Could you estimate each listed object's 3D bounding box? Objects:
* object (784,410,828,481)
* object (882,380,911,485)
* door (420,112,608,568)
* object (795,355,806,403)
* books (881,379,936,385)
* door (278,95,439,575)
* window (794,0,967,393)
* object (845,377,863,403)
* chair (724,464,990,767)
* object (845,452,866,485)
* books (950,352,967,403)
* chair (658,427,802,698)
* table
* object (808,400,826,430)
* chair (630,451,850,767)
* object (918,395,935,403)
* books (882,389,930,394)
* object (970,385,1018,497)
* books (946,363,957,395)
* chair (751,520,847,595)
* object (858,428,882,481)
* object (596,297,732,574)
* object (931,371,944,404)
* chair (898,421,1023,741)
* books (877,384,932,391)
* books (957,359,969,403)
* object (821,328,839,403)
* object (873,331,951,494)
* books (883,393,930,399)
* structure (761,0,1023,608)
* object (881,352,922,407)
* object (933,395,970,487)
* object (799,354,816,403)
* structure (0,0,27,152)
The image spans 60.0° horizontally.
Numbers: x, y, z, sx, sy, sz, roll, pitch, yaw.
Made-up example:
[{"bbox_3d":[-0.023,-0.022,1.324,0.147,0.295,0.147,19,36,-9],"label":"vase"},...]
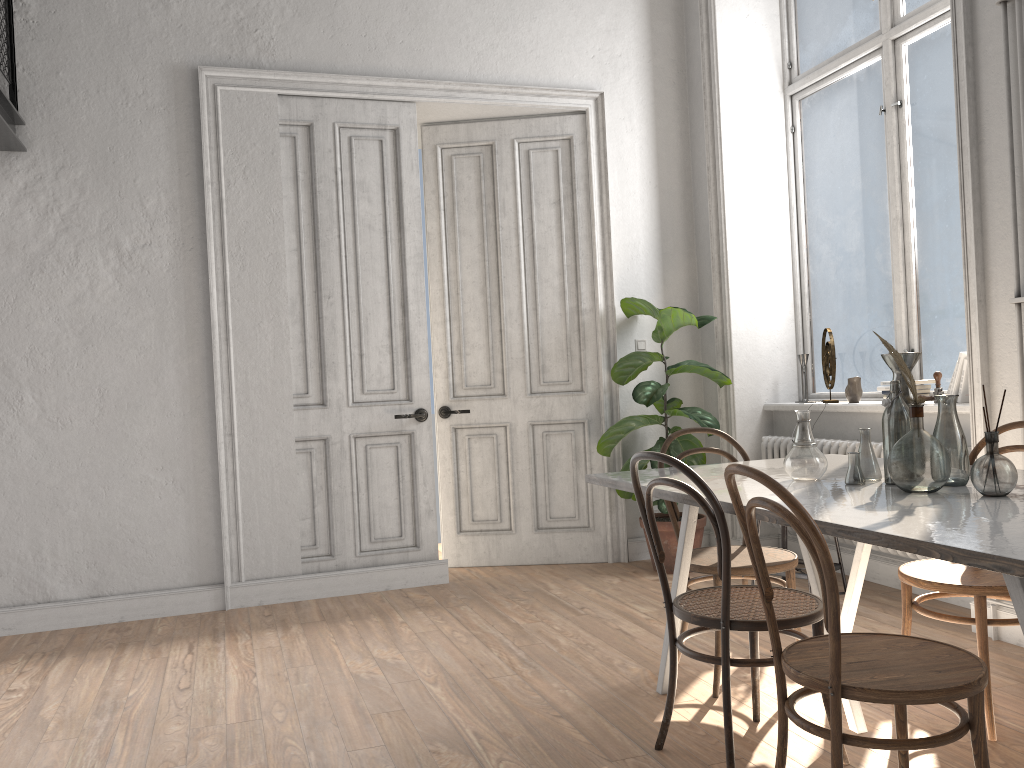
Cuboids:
[{"bbox_3d":[0.924,0.193,2.801,0.132,0.219,0.132,-3,0,-29],"label":"object"},{"bbox_3d":[1.127,0.141,2.587,0.086,0.301,0.086,-3,0,-32],"label":"object"},{"bbox_3d":[0.030,-0.267,5.578,1.097,2.814,0.216,-3,0,7],"label":"door"},{"bbox_3d":[1.745,-0.032,5.332,0.095,0.289,0.095,-3,0,13],"label":"object"},{"bbox_3d":[2.009,-0.008,4.476,0.174,0.019,0.244,-3,0,-8],"label":"books"},{"bbox_3d":[-1.021,-0.218,5.058,1.097,2.814,0.216,-3,0,-17],"label":"door"},{"bbox_3d":[2.046,-1.377,4.699,0.013,2.843,1.622,-3,0,-18],"label":"window"},{"bbox_3d":[1.866,0.032,4.845,0.102,0.142,0.100,-3,0,-44],"label":"object"},{"bbox_3d":[0.793,0.627,2.036,0.549,0.920,0.438,-3,0,-7],"label":"chair"},{"bbox_3d":[1.017,0.250,2.632,0.058,0.094,0.058,-3,0,10],"label":"object"},{"bbox_3d":[2.130,-0.033,4.124,0.174,0.235,0.100,-3,0,-18],"label":"books"},{"bbox_3d":[0.827,0.632,3.361,0.438,0.920,0.549,-3,0,-10],"label":"chair"},{"bbox_3d":[1.156,0.680,2.442,1.100,0.780,2.200,-3,0,-18],"label":"table"},{"bbox_3d":[1.481,0.275,4.443,0.154,0.383,0.163,-3,0,-45],"label":"object"},{"bbox_3d":[0.645,0.637,2.603,0.549,0.920,0.438,-3,0,-23],"label":"chair"},{"bbox_3d":[2.060,0.066,4.324,0.153,0.048,0.088,-3,0,22],"label":"object"},{"bbox_3d":[1.996,0.039,4.494,0.147,0.023,0.221,-3,0,-2],"label":"books"},{"bbox_3d":[1.224,0.143,2.261,0.106,0.283,0.107,-3,0,-23],"label":"object"},{"bbox_3d":[2.123,-0.013,4.162,0.155,0.194,0.105,-3,0,-19],"label":"books"},{"bbox_3d":[1.432,0.805,4.464,0.360,0.523,0.364,-3,0,-45],"label":"chair"},{"bbox_3d":[1.086,0.216,2.719,0.083,0.158,0.083,-3,0,-22],"label":"object"},{"bbox_3d":[1.478,0.133,2.749,0.792,1.842,5.828,-3,0,-13],"label":"object"},{"bbox_3d":[2.031,0.015,4.225,0.048,0.153,0.088,-3,0,42],"label":"object"},{"bbox_3d":[1.539,0.594,2.890,0.549,0.920,0.438,-3,0,-20],"label":"chair"},{"bbox_3d":[1.985,0.019,4.489,0.155,0.020,0.205,-3,0,-28],"label":"books"},{"bbox_3d":[2.140,-0.017,4.100,0.155,0.203,0.072,-3,0,-18],"label":"books"},{"bbox_3d":[1.802,-0.105,5.029,0.087,0.425,0.347,-3,0,14],"label":"object"},{"bbox_3d":[1.093,0.069,2.396,0.157,0.446,0.157,-3,0,0],"label":"object"},{"bbox_3d":[1.998,0.061,4.497,0.155,0.022,0.205,-3,0,2],"label":"books"},{"bbox_3d":[2.224,-1.219,2.875,0.340,4.474,5.182,-3,0,-18],"label":"structure"},{"bbox_3d":[1.200,0.097,2.715,0.116,0.383,0.116,-3,0,-7],"label":"object"},{"bbox_3d":[1.232,0.158,2.502,0.100,0.255,0.098,-3,0,-41],"label":"object"},{"bbox_3d":[1.727,-0.032,5.203,0.095,0.289,0.095,-3,0,4],"label":"object"},{"bbox_3d":[-3.560,-1.758,1.067,4.157,1.213,5.928,-3,0,-18],"label":"structure"}]
